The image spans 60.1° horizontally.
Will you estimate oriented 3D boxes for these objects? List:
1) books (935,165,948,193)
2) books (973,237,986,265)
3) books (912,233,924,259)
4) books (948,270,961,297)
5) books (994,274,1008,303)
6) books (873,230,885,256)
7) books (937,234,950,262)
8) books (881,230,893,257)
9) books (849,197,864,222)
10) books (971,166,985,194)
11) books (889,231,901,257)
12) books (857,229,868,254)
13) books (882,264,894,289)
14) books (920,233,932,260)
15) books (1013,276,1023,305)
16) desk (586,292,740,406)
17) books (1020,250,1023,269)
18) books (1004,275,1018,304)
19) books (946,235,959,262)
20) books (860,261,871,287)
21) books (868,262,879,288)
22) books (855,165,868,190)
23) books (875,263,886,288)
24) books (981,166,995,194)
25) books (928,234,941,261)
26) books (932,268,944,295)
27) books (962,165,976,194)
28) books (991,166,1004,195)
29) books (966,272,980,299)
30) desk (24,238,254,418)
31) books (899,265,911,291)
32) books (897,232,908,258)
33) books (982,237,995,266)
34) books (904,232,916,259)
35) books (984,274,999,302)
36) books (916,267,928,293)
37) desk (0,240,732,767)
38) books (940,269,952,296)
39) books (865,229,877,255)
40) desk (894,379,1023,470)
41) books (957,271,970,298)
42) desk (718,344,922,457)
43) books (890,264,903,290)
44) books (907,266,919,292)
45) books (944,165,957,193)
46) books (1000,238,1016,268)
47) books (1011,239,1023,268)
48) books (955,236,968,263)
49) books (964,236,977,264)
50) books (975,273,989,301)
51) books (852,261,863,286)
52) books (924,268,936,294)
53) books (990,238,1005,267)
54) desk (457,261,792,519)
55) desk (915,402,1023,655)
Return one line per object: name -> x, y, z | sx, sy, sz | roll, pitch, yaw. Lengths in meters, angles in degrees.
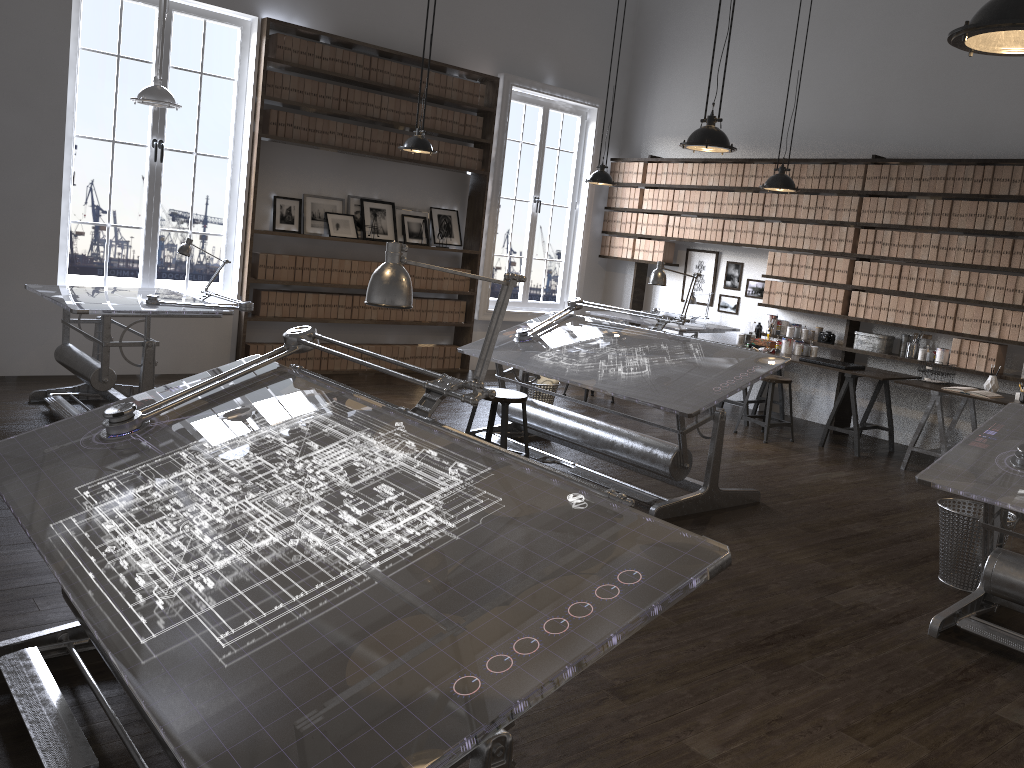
books -> 3.542, -1.659, 7.223 | 0.174, 0.224, 0.067 | 0, 9, -40
books -> 3.726, -1.042, 6.991 | 0.174, 0.224, 0.067 | 0, 9, -40
books -> 3.419, -1.138, 7.366 | 0.174, 0.224, 0.067 | 0, 9, -40
books -> 3.602, -0.799, 7.140 | 0.174, 0.224, 0.067 | 0, 9, -40
books -> 3.824, -0.730, 6.868 | 0.174, 0.224, 0.067 | 0, 9, -40
books -> 3.201, -1.205, 7.631 | 0.174, 0.224, 0.067 | 0, 9, -40
books -> 3.550, -1.098, 7.211 | 0.174, 0.224, 0.067 | 0, 9, -40
books -> 3.242, -1.191, 7.574 | 0.174, 0.224, 0.067 | 0, 9, -40
books -> 3.059, -1.527, 7.798 | 0.174, 0.224, 0.067 | 0, 9, -40
books -> 3.725, -1.605, 7.015 | 0.174, 0.224, 0.067 | 0, 9, -40
books -> 3.290, -1.178, 7.523 | 0.174, 0.224, 0.067 | 0, 9, -40
books -> 3.107, -1.234, 7.744 | 0.174, 0.224, 0.067 | 0, 9, -40
books -> 3.250, -0.909, 7.566 | 0.174, 0.224, 0.067 | 0, 9, -40
books -> 3.458, -1.125, 7.318 | 0.174, 0.224, 0.067 | 0, 9, -40
books -> 3.913, -0.704, 6.768 | 0.174, 0.224, 0.067 | 0, 9, -40
desk -> 1.532, -0.418, 8.959 | 1.071, 1.091, 1.277 | 0, 10, -40
books -> 3.948, -0.974, 6.728 | 0.174, 0.224, 0.067 | 0, 9, -40
books -> 3.869, -0.716, 6.814 | 0.174, 0.224, 0.067 | 0, 9, -40
books -> 3.595, -1.084, 7.159 | 0.174, 0.224, 0.067 | 0, 9, -40
books -> 3.118, -0.948, 7.714 | 0.174, 0.224, 0.067 | 0, 9, -40
books -> 3.163, -0.934, 7.659 | 0.174, 0.224, 0.067 | 0, 9, -40
books -> 3.093, -1.798, 7.761 | 0.174, 0.224, 0.067 | 0, 9, -40
books -> 3.207, -0.921, 7.614 | 0.174, 0.224, 0.067 | 0, 9, -40
books -> 3.768, -1.590, 6.955 | 0.174, 0.224, 0.067 | 0, 9, -40
books -> 3.502, -1.111, 7.261 | 0.174, 0.224, 0.067 | 0, 9, -40
books -> 3.517, -0.825, 7.236 | 0.174, 0.224, 0.067 | 0, 9, -40
books -> 3.676, -1.619, 7.066 | 0.174, 0.224, 0.067 | 0, 9, -40
books -> 3.819, -1.576, 6.902 | 0.174, 0.224, 0.067 | 0, 9, -40
books -> 3.693, -0.772, 7.033 | 0.174, 0.224, 0.067 | 0, 9, -40
desk -> -2.382, -0.371, 5.744 | 1.171, 1.182, 1.277 | 0, 10, -40
books -> 3.345, -0.880, 7.453 | 0.174, 0.224, 0.067 | 0, 9, -40
books -> 3.335, -1.164, 7.469 | 0.174, 0.224, 0.067 | 0, 9, -40
books -> 3.769, -1.030, 6.946 | 0.174, 0.224, 0.067 | 0, 9, -40
books -> 3.374, -1.150, 7.414 | 0.174, 0.224, 0.067 | 0, 9, -40
books -> 3.780, -0.744, 6.926 | 0.174, 0.224, 0.067 | 0, 9, -40
books -> 3.434, -0.852, 7.345 | 0.174, 0.224, 0.067 | 0, 9, -40
desk -> -0.531, 0.320, 2.180 | 1.076, 1.378, 2.083 | 0, 10, -40
books -> 3.563, -0.812, 7.188 | 0.174, 0.224, 0.067 | 0, 9, -40
books -> 3.149, -1.220, 7.684 | 0.174, 0.224, 0.067 | 0, 9, -40
desk -> 3.683, 0.459, 6.425 | 0.655, 0.665, 1.679 | 0, 11, -40
books -> 3.646, -0.785, 7.084 | 0.174, 0.224, 0.067 | 0, 9, -40
desk -> 2.566, 0.115, 7.763 | 0.655, 0.665, 1.679 | 0, 11, -40
books -> 3.293, -0.894, 7.506 | 0.174, 0.224, 0.067 | 0, 9, -40
books -> 3.386, -0.866, 7.396 | 0.174, 0.224, 0.067 | 0, 9, -40
books -> 3.589, -1.646, 7.176 | 0.174, 0.224, 0.067 | 0, 9, -40
books -> 3.855, -1.003, 6.838 | 0.174, 0.224, 0.067 | 0, 9, -40
books -> 3.907, -0.988, 6.785 | 0.174, 0.224, 0.067 | 0, 9, -40
books -> 3.637, -1.070, 7.103 | 0.174, 0.224, 0.067 | 0, 9, -40
books -> 3.680, -1.056, 7.046 | 0.174, 0.224, 0.067 | 0, 9, -40
books -> 3.739, -0.758, 6.981 | 0.174, 0.224, 0.067 | 0, 9, -40
books -> 3.074, -0.962, 7.771 | 0.174, 0.224, 0.067 | 0, 9, -40
books -> 3.479, -0.838, 7.291 | 0.174, 0.224, 0.067 | 0, 9, -40
books -> 3.812, -1.017, 6.898 | 0.174, 0.224, 0.067 | 0, 9, -40
desk -> 0.619, -0.142, 5.774 | 1.076, 1.378, 2.295 | 0, 11, -40
desk -> 2.742, 0.512, 3.232 | 1.076, 1.378, 2.083 | 0, 10, -40
